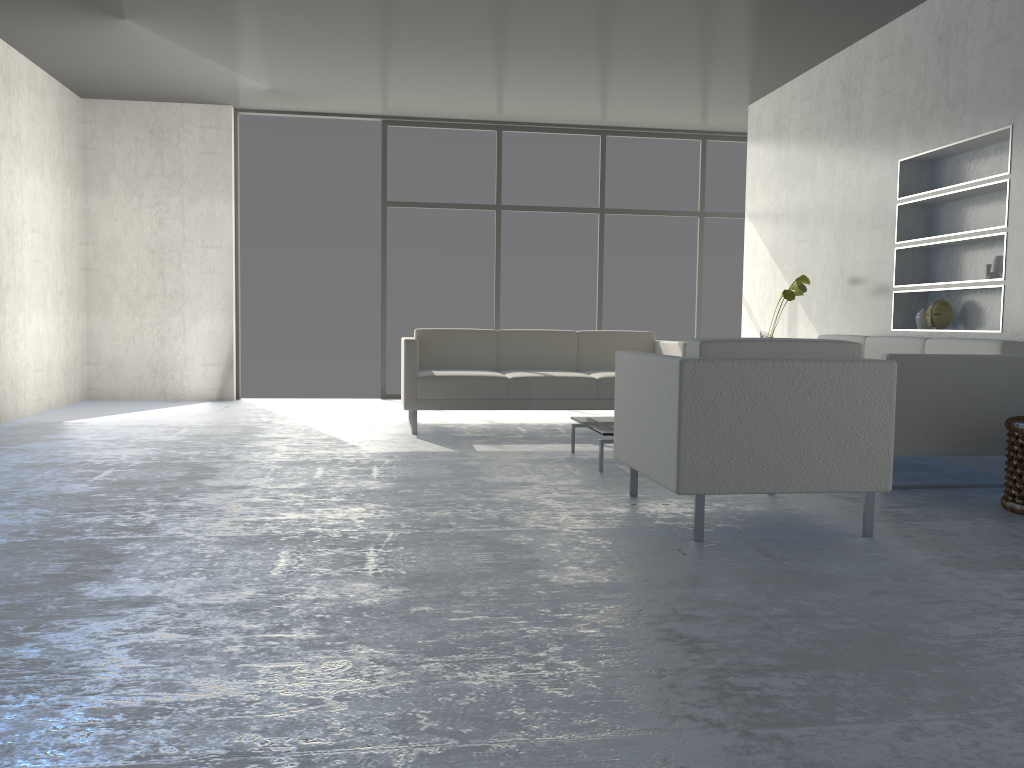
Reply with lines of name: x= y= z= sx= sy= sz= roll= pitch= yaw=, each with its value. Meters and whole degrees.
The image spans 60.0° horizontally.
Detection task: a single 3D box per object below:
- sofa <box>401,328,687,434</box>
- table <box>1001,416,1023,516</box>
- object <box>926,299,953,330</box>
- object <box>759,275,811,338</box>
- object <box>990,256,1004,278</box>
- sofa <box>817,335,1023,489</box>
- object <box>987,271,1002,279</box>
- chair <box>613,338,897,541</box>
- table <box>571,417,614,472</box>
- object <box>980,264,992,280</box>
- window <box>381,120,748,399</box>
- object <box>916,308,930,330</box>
sofa: x=0.206 y=-0.038 z=6.008 sx=1.881 sy=0.658 sz=0.821 roll=0 pitch=4 yaw=-8
table: x=2.142 y=0.322 z=3.405 sx=0.452 sy=0.358 sz=0.452 roll=-2 pitch=5 yaw=-33
object: x=2.357 y=-0.385 z=4.931 sx=0.088 sy=0.179 sz=0.163 roll=-1 pitch=4 yaw=-18
object: x=1.740 y=-0.198 z=5.826 sx=0.387 sy=1.051 sz=0.400 roll=2 pitch=4 yaw=19
object: x=2.447 y=-0.578 z=4.458 sx=0.079 sy=0.130 sz=0.079 roll=0 pitch=4 yaw=-10
sofa: x=1.845 y=0.070 z=4.772 sx=0.821 sy=0.658 sz=1.881 roll=0 pitch=4 yaw=-8
object: x=2.398 y=-0.535 z=4.408 sx=0.064 sy=0.050 sz=0.064 roll=1 pitch=4 yaw=-3
chair: x=0.841 y=0.155 z=3.290 sx=0.748 sy=0.662 sz=0.821 roll=0 pitch=4 yaw=-8
table: x=0.754 y=0.302 z=4.586 sx=0.773 sy=0.190 sz=0.730 roll=0 pitch=4 yaw=-8
object: x=2.440 y=-0.566 z=4.544 sx=0.074 sy=0.094 sz=0.074 roll=-3 pitch=5 yaw=-44
window: x=0.849 y=-1.091 z=8.222 sx=4.080 sy=2.477 sz=0.037 roll=0 pitch=4 yaw=-8
object: x=2.360 y=-0.369 z=5.084 sx=0.086 sy=0.128 sz=0.086 roll=1 pitch=4 yaw=2
